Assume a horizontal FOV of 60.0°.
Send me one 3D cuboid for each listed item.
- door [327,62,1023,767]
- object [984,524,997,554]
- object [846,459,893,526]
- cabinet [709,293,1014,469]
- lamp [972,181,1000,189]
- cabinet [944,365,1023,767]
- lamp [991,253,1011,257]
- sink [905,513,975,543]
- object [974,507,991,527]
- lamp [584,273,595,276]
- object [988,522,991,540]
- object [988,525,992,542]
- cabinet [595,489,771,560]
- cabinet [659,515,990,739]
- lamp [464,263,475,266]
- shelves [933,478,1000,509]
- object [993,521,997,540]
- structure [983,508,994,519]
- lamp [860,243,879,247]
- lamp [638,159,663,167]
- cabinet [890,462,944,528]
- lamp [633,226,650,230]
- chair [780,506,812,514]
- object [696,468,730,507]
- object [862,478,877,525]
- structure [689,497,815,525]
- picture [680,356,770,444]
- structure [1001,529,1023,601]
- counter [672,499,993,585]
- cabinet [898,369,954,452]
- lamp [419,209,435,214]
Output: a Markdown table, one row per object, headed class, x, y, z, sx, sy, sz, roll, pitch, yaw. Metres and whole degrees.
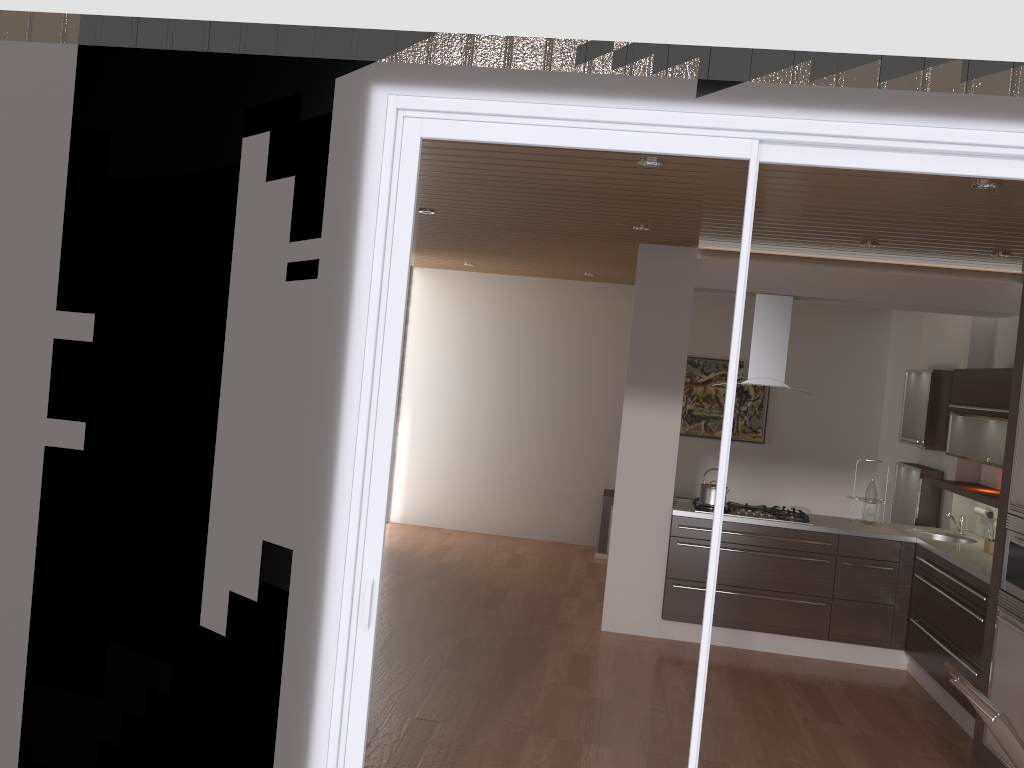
| class | x | y | z | sx | sy | sz | roll | pitch | yaw |
| --- | --- | --- | --- | --- | --- | --- | --- | --- | --- |
| door | 0.632 | 0.442 | 2.732 | 2.300 | 2.700 | 0.101 | 6 | 1 | 7 |
| object | 3.018 | 0.966 | 5.525 | 0.100 | 0.170 | 0.173 | 6 | 1 | 19 |
| object | 2.541 | 0.761 | 6.293 | 0.291 | 0.453 | 0.210 | 6 | 1 | 12 |
| cabinet | 2.317 | -0.080 | 5.570 | 2.058 | 1.032 | 1.399 | 6 | 1 | 11 |
| lamp | 1.924 | -0.829 | 3.596 | 0.102 | 0.055 | 0.102 | 5 | 1 | -10 |
| cabinet | 2.440 | 0.873 | 3.573 | 1.047 | 1.948 | 1.796 | 6 | 1 | 7 |
| lamp | 2.866 | -0.776 | 5.193 | 0.102 | 0.055 | 0.102 | 6 | 2 | 35 |
| sink | 2.902 | 1.047 | 6.032 | 0.450 | 0.347 | 0.494 | 6 | 1 | 13 |
| object | 3.192 | 0.904 | 6.024 | 0.053 | 0.119 | 0.165 | 6 | 1 | 7 |
| lamp | 0.733 | -1.056 | 8.371 | 0.102 | 0.055 | 0.102 | 5 | 1 | -10 |
| object | 2.958 | 0.943 | 5.493 | 0.040 | 0.192 | 0.042 | 4 | 2 | -37 |
| object | 2.975 | 0.957 | 5.514 | 0.019 | 0.178 | 0.044 | 5 | 1 | -18 |
| cabinet | 1.721 | 1.457 | 8.707 | 1.740 | 0.608 | 0.540 | 6 | 1 | 7 |
| cabinet | 2.068 | 1.433 | 5.565 | 2.150 | 0.870 | 1.850 | 6 | 1 | 7 |
| lamp | -0.408 | -1.168 | 8.509 | 0.102 | 0.055 | 0.102 | 5 | 1 | -10 |
| shelves | 3.065 | 0.729 | 5.434 | 0.313 | 0.050 | 1.850 | 6 | 1 | 7 |
| object | 2.992 | 0.949 | 5.503 | 0.018 | 0.196 | 0.022 | 6 | 1 | 9 |
| structure | 3.219 | 0.873 | 6.006 | 0.087 | 0.049 | 0.237 | 6 | 1 | 7 |
| lamp | 2.130 | -0.849 | 5.282 | 0.102 | 0.055 | 0.102 | 5 | 1 | -21 |
| lamp | 0.590 | -0.961 | 3.758 | 0.102 | 0.055 | 0.102 | 5 | 1 | -10 |
| cabinet | 3.116 | 0.936 | 6.890 | 0.194 | 0.600 | 0.598 | 6 | 1 | 7 |
| lamp | 0.797 | -0.981 | 5.444 | 0.102 | 0.055 | 0.102 | 5 | 1 | -10 |
| chair | 2.068 | 1.407 | 7.141 | 0.608 | 0.847 | 0.491 | 5 | 1 | -23 |
| object | 1.402 | 0.710 | 6.157 | 0.221 | 0.251 | 0.221 | 5 | 1 | 0 |
| object | 2.524 | 0.825 | 6.243 | 0.091 | 0.319 | 0.091 | 7 | 2 | 42 |
| structure | 1.673 | 0.883 | 6.243 | 0.797 | 0.047 | 0.494 | 6 | 1 | 7 |
| picture | 1.932 | 0.140 | 8.944 | 1.277 | 0.801 | 0.018 | 6 | 1 | 7 |
| structure | 2.431 | 0.881 | 4.174 | 0.049 | 0.301 | 0.569 | 6 | 1 | 7 |
| counter | 2.111 | 0.982 | 5.554 | 2.150 | 0.036 | 1.850 | 6 | 1 | 7 |
| cabinet | 3.127 | 0.184 | 6.861 | 0.172 | 0.600 | 0.619 | 5 | 1 | -7 |
| lamp | -0.537 | -1.112 | 5.606 | 0.102 | 0.055 | 0.102 | 5 | 1 | -21 |
